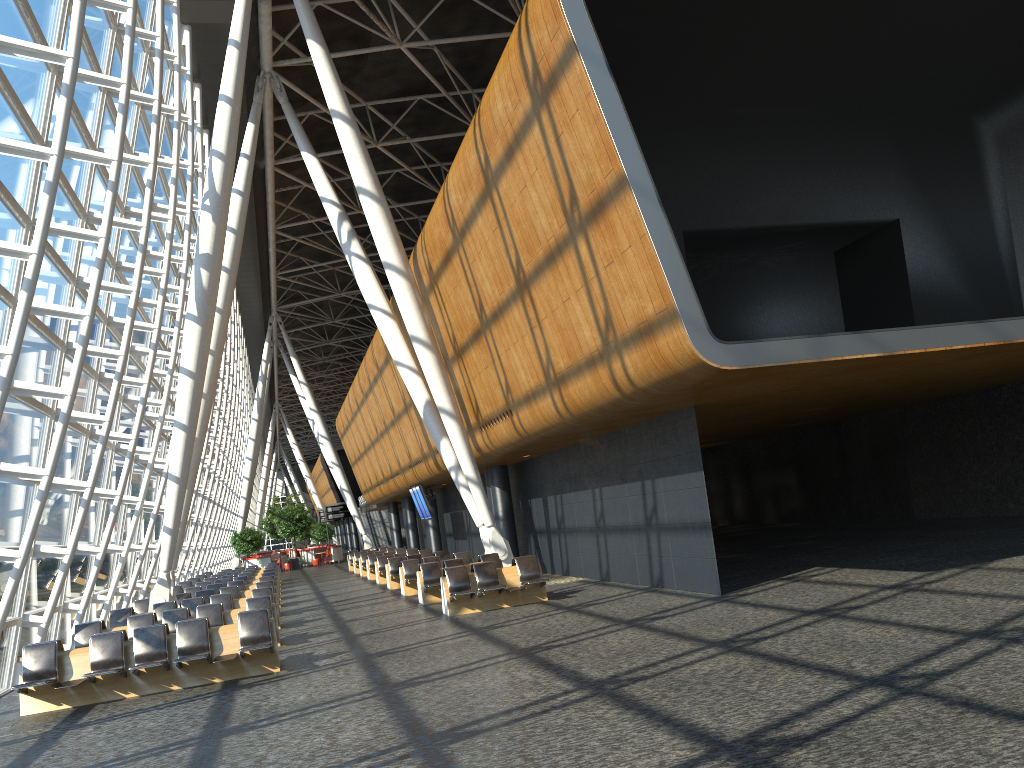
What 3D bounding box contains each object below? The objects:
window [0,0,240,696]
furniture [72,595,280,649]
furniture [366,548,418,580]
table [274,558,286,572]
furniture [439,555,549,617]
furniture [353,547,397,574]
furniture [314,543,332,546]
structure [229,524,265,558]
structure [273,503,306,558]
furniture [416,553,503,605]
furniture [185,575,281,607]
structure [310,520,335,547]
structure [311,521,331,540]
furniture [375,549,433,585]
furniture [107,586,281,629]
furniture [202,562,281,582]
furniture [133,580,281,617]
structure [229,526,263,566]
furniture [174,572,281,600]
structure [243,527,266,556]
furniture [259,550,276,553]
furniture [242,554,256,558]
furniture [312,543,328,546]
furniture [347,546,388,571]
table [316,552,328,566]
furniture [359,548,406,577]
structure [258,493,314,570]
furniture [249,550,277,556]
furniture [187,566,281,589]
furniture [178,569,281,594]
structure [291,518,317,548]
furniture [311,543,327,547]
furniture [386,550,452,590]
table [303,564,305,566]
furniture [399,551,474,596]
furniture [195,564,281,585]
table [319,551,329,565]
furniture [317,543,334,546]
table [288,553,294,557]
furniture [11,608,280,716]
[{"bbox_3d":[-23.413,8.710,76.499,3.707,13.954,168.047,-7,-8,-16],"label":"window"},{"bbox_3d":[-5.652,4.258,14.965,3.241,0.864,1.678,-6,-7,-15],"label":"furniture"},{"bbox_3d":[-4.164,6.347,31.113,1.890,0.864,1.678,-6,-7,-15],"label":"furniture"},{"bbox_3d":[-13.178,10.295,49.998,0.796,0.746,0.807,-3,-7,-44],"label":"table"},{"bbox_3d":[-0.371,3.783,16.635,1.890,0.864,1.678,-6,-7,-15],"label":"furniture"},{"bbox_3d":[-5.681,7.373,36.905,1.890,0.864,1.678,-6,-7,-15],"label":"furniture"},{"bbox_3d":[-17.912,15.641,83.593,1.890,0.864,1.678,-6,-7,-15],"label":"furniture"},{"bbox_3d":[-15.602,9.806,52.102,1.909,2.954,1.884,-4,-5,-41],"label":"structure"},{"bbox_3d":[-17.311,11.591,68.653,3.098,4.510,5.775,-8,-6,7],"label":"structure"},{"bbox_3d":[-1.129,4.296,19.531,1.890,0.864,1.678,-6,-7,-15],"label":"furniture"},{"bbox_3d":[-7.928,5.796,23.652,3.241,0.864,1.678,-6,-7,-15],"label":"furniture"},{"bbox_3d":[-13.135,10.888,61.397,1.795,2.766,1.728,-10,-4,32],"label":"structure"},{"bbox_3d":[-15.471,12.530,71.528,1.951,2.981,1.879,-10,-4,32],"label":"structure"},{"bbox_3d":[-3.405,5.834,28.218,1.890,0.864,1.678,-6,-7,-15],"label":"furniture"},{"bbox_3d":[-6.411,4.771,17.860,3.241,0.864,1.678,-6,-7,-15],"label":"furniture"},{"bbox_3d":[-11.721,8.361,38.130,3.241,0.864,1.678,-6,-7,-15],"label":"furniture"},{"bbox_3d":[-7.169,5.283,20.756,3.241,0.864,1.678,-6,-7,-15],"label":"furniture"},{"bbox_3d":[-14.769,9.395,49.319,1.795,2.766,1.728,-10,-4,32],"label":"structure"},{"bbox_3d":[-8.687,6.309,26.547,3.241,0.864,1.678,-6,-7,-15],"label":"furniture"},{"bbox_3d":[-16.577,10.580,56.216,1.847,2.838,1.779,-10,-4,32],"label":"structure"},{"bbox_3d":[-24.711,17.142,87.714,3.241,0.864,1.678,-6,-7,-15],"label":"furniture"},{"bbox_3d":[-21.676,15.091,76.131,3.241,0.864,1.678,-6,-7,-15],"label":"furniture"},{"bbox_3d":[-18.671,16.154,86.488,1.890,0.864,1.678,-6,-7,-15],"label":"furniture"},{"bbox_3d":[-6.440,7.885,39.801,1.890,0.864,1.678,-6,-7,-15],"label":"furniture"},{"bbox_3d":[-11.016,10.172,51.183,0.799,0.746,0.805,-8,-5,1],"label":"table"},{"bbox_3d":[-4.923,6.860,34.009,1.890,0.864,1.678,-6,-7,-15],"label":"furniture"},{"bbox_3d":[-13.691,8.903,53.135,3.080,4.511,5.868,-6,-6,-23],"label":"structure"},{"bbox_3d":[-23.952,16.629,84.818,3.241,0.864,1.678,-6,-7,-15],"label":"furniture"},{"bbox_3d":[-10.204,7.335,32.339,3.241,0.864,1.678,-6,-7,-15],"label":"furniture"},{"bbox_3d":[-9.445,6.822,29.443,3.241,0.864,1.678,-6,-7,-15],"label":"furniture"},{"bbox_3d":[-15.210,11.257,64.513,2.278,3.460,2.234,-8,-4,-3],"label":"structure"},{"bbox_3d":[-19.429,16.667,89.384,1.890,0.864,1.678,-6,-7,-15],"label":"furniture"},{"bbox_3d":[-2.647,5.321,25.322,1.890,0.864,1.678,-6,-7,-15],"label":"furniture"},{"bbox_3d":[-13.257,11.167,56.069,0.795,0.746,0.808,-5,-6,-29],"label":"table"},{"bbox_3d":[-1.888,4.808,22.426,1.890,0.864,1.678,-6,-7,-15],"label":"furniture"},{"bbox_3d":[-10.962,7.848,35.235,3.241,0.864,1.678,-6,-7,-15],"label":"furniture"},{"bbox_3d":[-11.283,10.422,52.692,0.799,0.746,0.805,-8,-5,1],"label":"table"},{"bbox_3d":[-17.154,15.128,80.697,1.890,0.864,1.678,-6,-7,-15],"label":"furniture"},{"bbox_3d":[-16.103,12.816,64.998,0.795,0.746,0.808,-5,-6,-29],"label":"table"},{"bbox_3d":[-4.894,3.745,12.069,3.241,0.864,1.678,-6,-7,-15],"label":"furniture"}]
